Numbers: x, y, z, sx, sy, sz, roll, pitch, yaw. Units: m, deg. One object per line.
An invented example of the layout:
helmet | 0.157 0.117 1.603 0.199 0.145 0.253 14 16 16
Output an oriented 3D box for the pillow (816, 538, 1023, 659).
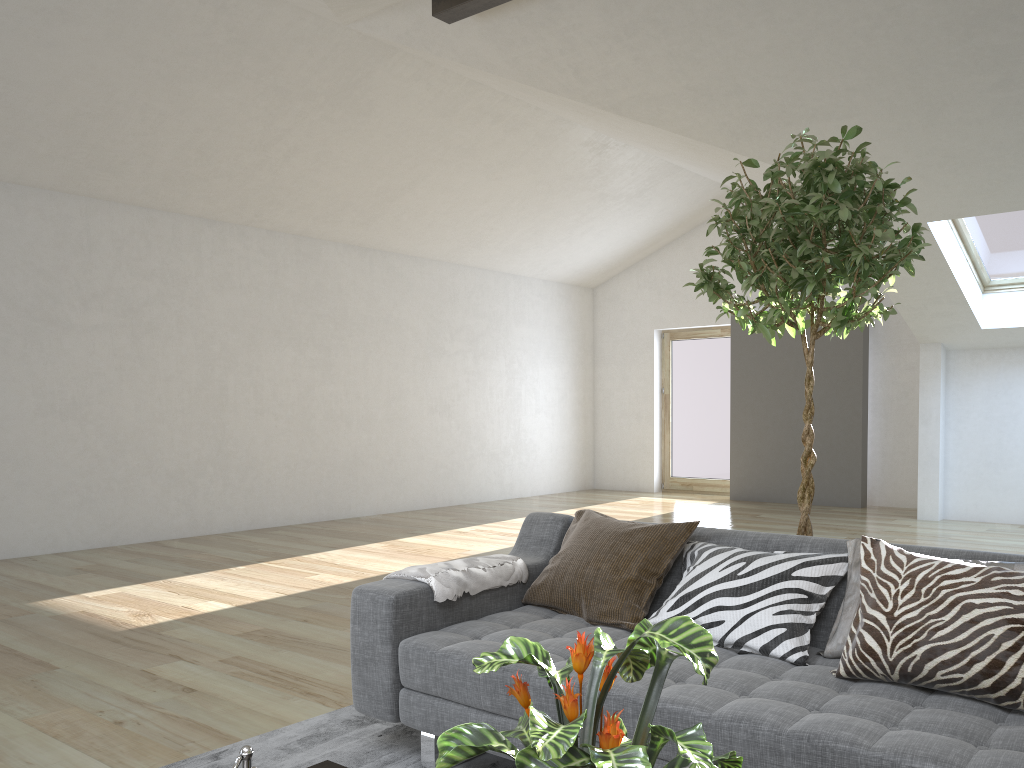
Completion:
pillow | 1.127 0.591 2.281 0.640 0.319 0.262 -1 0 40

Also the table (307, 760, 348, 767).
table | 0.006 0.943 1.184 1.547 0.326 0.620 -2 -1 39

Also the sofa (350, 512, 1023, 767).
sofa | 0.767 0.793 2.355 2.456 0.685 1.024 -1 -1 39

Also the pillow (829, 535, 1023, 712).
pillow | 1.066 0.561 2.104 0.556 0.341 0.280 -1 0 43

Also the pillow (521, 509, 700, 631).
pillow | 0.303 0.608 2.951 0.308 0.339 0.577 -1 0 -41

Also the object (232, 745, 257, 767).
object | -0.400 0.666 1.345 0.122 0.240 0.115 -1 2 -25

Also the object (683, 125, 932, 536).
object | 1.006 0.147 3.105 0.797 2.027 0.814 0 2 18

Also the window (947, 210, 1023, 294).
window | 4.200 -1.146 7.178 1.469 0.731 1.901 -1 -1 40

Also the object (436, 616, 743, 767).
object | 0.103 0.558 1.146 0.375 0.527 0.437 0 1 14

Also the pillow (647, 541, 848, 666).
pillow | 0.672 0.626 2.594 0.559 0.284 0.358 -1 0 40

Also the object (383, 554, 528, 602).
object | -0.198 0.790 2.984 0.357 0.420 0.481 0 1 43
